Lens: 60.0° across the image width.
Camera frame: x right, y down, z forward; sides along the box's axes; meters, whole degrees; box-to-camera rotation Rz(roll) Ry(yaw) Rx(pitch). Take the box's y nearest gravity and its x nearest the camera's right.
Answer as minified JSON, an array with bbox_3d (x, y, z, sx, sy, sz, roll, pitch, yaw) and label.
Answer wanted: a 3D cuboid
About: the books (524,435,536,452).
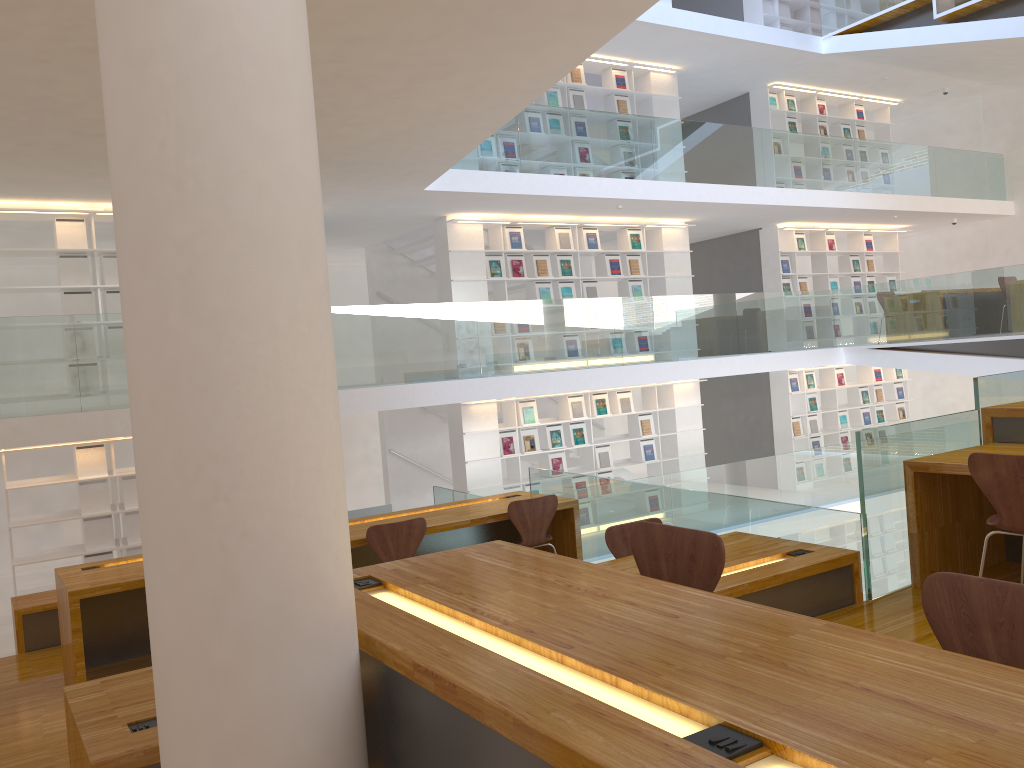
[{"bbox_3d":[0.213,0.715,10.496,0.145,0.210,0.037,-5,1,-32],"label":"books"}]

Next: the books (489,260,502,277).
[{"bbox_3d":[-0.189,-1.331,10.291,0.145,0.210,0.037,-5,1,-32],"label":"books"}]

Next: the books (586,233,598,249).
[{"bbox_3d":[1.002,-1.776,11.037,0.145,0.210,0.037,-5,1,-32],"label":"books"}]

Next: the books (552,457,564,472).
[{"bbox_3d":[0.552,0.997,10.689,0.145,0.210,0.037,-5,1,-32],"label":"books"}]

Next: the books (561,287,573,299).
[{"bbox_3d":[0.677,-1.082,10.821,0.145,0.210,0.037,-5,1,-32],"label":"books"}]

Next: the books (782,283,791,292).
[{"bbox_3d":[4.028,-1.373,12.981,0.145,0.210,0.037,-5,1,-32],"label":"books"}]

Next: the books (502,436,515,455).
[{"bbox_3d":[-0.042,0.723,10.327,0.145,0.210,0.037,-5,1,-32],"label":"books"}]

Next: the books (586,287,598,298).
[{"bbox_3d":[1.000,-1.104,11.019,0.145,0.210,0.037,-5,1,-32],"label":"books"}]

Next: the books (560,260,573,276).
[{"bbox_3d":[0.666,-1.412,10.819,0.145,0.210,0.037,-5,1,-32],"label":"books"}]

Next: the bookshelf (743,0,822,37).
[{"bbox_3d":[4.800,-5.557,13.614,2.984,1.836,0.498,-5,1,-32],"label":"bookshelf"}]

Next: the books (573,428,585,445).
[{"bbox_3d":[0.823,0.648,10.862,0.145,0.210,0.037,-5,1,-32],"label":"books"}]

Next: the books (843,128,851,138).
[{"bbox_3d":[5.217,-3.876,13.789,0.145,0.210,0.037,-5,1,-32],"label":"books"}]

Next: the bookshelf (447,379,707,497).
[{"bbox_3d":[0.961,0.938,11.122,3.666,1.836,0.397,-5,1,-32],"label":"bookshelf"}]

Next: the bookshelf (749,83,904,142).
[{"bbox_3d":[4.955,-3.548,13.658,2.984,1.836,0.498,-5,1,-32],"label":"bookshelf"}]

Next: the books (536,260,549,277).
[{"bbox_3d":[0.363,-1.385,10.634,0.145,0.210,0.037,-5,1,-32],"label":"books"}]

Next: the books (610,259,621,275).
[{"bbox_3d":[1.308,-1.474,11.223,0.145,0.210,0.037,-5,1,-32],"label":"books"}]

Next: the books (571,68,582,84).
[{"bbox_3d":[0.794,-3.802,10.965,0.145,0.210,0.037,-5,1,-32],"label":"books"}]

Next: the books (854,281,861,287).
[{"bbox_3d":[5.403,-1.498,13.838,0.145,0.210,0.037,-5,1,-32],"label":"books"}]

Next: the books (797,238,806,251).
[{"bbox_3d":[4.295,-2.067,13.169,0.145,0.210,0.037,-5,1,-32],"label":"books"}]

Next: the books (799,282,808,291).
[{"bbox_3d":[4.337,-1.411,13.177,0.145,0.210,0.037,-5,1,-32],"label":"books"}]

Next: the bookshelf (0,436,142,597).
[{"bbox_3d":[-3.213,1.320,8.456,2.984,1.836,0.498,-5,1,-32],"label":"bookshelf"}]

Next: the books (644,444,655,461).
[{"bbox_3d":[1.773,0.891,11.446,0.145,0.210,0.037,-5,1,-32],"label":"books"}]

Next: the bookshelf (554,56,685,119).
[{"bbox_3d":[0.670,-3.157,10.990,3.666,1.836,0.498,-5,1,-32],"label":"bookshelf"}]

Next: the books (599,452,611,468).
[{"bbox_3d":[1.157,0.956,11.062,0.145,0.210,0.037,-5,1,-32],"label":"books"}]

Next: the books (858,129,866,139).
[{"bbox_3d":[5.513,-3.903,13.973,0.145,0.210,0.037,-5,1,-32],"label":"books"}]

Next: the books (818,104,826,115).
[{"bbox_3d":[4.720,-4.147,13.487,0.145,0.210,0.037,-5,1,-32],"label":"books"}]

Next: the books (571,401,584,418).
[{"bbox_3d":[0.803,0.318,10.859,0.145,0.210,0.037,-5,1,-32],"label":"books"}]

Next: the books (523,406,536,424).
[{"bbox_3d":[0.202,0.374,10.484,0.145,0.210,0.037,-5,1,-32],"label":"books"}]

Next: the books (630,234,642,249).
[{"bbox_3d":[1.594,-1.828,11.407,0.145,0.210,0.037,-5,1,-32],"label":"books"}]

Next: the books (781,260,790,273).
[{"bbox_3d":[4.007,-1.710,12.977,0.145,0.210,0.037,-5,1,-32],"label":"books"}]

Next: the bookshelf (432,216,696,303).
[{"bbox_3d":[0.828,-1.117,11.034,3.666,1.836,0.498,-5,1,-32],"label":"bookshelf"}]

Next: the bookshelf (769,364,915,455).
[{"bbox_3d":[5.273,0.546,13.747,2.984,1.836,0.498,-5,1,-32],"label":"bookshelf"}]

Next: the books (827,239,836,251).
[{"bbox_3d":[4.878,-2.104,13.532,0.145,0.210,0.037,-5,1,-32],"label":"books"}]

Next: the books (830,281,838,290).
[{"bbox_3d":[4.928,-1.462,13.546,0.145,0.210,0.037,-5,1,-32],"label":"books"}]

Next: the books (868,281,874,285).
[{"bbox_3d":[5.687,-1.524,14.015,0.145,0.210,0.037,-5,1,-32],"label":"books"}]

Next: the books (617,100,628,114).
[{"bbox_3d":[1.417,-3.529,11.345,0.145,0.210,0.037,-5,1,-32],"label":"books"}]

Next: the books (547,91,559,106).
[{"bbox_3d":[0.498,-3.453,10.769,0.145,0.210,0.037,-5,1,-32],"label":"books"}]

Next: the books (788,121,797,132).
[{"bbox_3d":[4.161,-3.778,13.126,0.145,0.210,0.037,-5,1,-32],"label":"books"}]

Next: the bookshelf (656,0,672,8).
[{"bbox_3d":[0.514,-5.166,10.946,3.666,1.836,0.498,-5,1,-32],"label":"bookshelf"}]

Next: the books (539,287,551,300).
[{"bbox_3d":[0.404,-1.054,10.647,0.145,0.210,0.037,-5,1,-32],"label":"books"}]

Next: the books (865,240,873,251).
[{"bbox_3d":[5.647,-2.174,14.011,0.145,0.210,0.037,-5,1,-32],"label":"books"}]

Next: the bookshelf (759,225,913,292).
[{"bbox_3d":[5.113,-1.508,13.702,2.984,1.836,0.498,-5,1,-32],"label":"bookshelf"}]

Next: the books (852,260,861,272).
[{"bbox_3d":[5.375,-1.833,13.833,0.145,0.210,0.037,-5,1,-32],"label":"books"}]

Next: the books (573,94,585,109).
[{"bbox_3d":[0.831,-3.473,10.976,0.145,0.210,0.037,-5,1,-32],"label":"books"}]

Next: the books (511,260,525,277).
[{"bbox_3d":[0.070,-1.359,10.451,0.145,0.210,0.037,-5,1,-32],"label":"books"}]

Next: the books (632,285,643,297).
[{"bbox_3d":[1.616,-1.165,11.402,0.145,0.210,0.037,-5,1,-32],"label":"books"}]

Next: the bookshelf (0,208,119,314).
[{"bbox_3d":[-3.373,-0.735,8.411,2.984,1.836,0.498,-5,1,-32],"label":"bookshelf"}]

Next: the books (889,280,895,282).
[{"bbox_3d":[6.151,-1.576,14.309,0.145,0.210,0.037,-5,1,-32],"label":"books"}]

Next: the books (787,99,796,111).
[{"bbox_3d":[4.137,-4.110,13.124,0.145,0.210,0.037,-5,1,-32],"label":"books"}]

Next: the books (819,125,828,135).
[{"bbox_3d":[4.741,-3.828,13.488,0.145,0.210,0.037,-5,1,-32],"label":"books"}]

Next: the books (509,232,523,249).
[{"bbox_3d":[0.047,-1.689,10.442,0.145,0.210,0.037,-5,1,-32],"label":"books"}]

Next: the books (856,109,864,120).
[{"bbox_3d":[5.489,-4.217,13.967,0.145,0.210,0.037,-5,1,-32],"label":"books"}]

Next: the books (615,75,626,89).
[{"bbox_3d":[1.393,-3.842,11.338,0.145,0.210,0.037,-5,1,-32],"label":"books"}]

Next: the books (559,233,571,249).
[{"bbox_3d":[0.646,-1.742,10.815,0.145,0.210,0.037,-5,1,-32],"label":"books"}]

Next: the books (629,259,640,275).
[{"bbox_3d":[1.575,-1.495,11.389,0.145,0.210,0.037,-5,1,-32],"label":"books"}]

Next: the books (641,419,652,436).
[{"bbox_3d":[1.732,0.565,11.433,0.145,0.210,0.037,-5,1,-32],"label":"books"}]

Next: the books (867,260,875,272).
[{"bbox_3d":[5.672,-1.860,14.018,0.145,0.210,0.037,-5,1,-32],"label":"books"}]

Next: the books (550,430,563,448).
[{"bbox_3d":[0.534,0.663,10.688,0.145,0.210,0.037,-5,1,-32],"label":"books"}]

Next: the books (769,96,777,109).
[{"bbox_3d":[3.797,-4.083,12.912,0.145,0.210,0.037,-5,1,-32],"label":"books"}]
